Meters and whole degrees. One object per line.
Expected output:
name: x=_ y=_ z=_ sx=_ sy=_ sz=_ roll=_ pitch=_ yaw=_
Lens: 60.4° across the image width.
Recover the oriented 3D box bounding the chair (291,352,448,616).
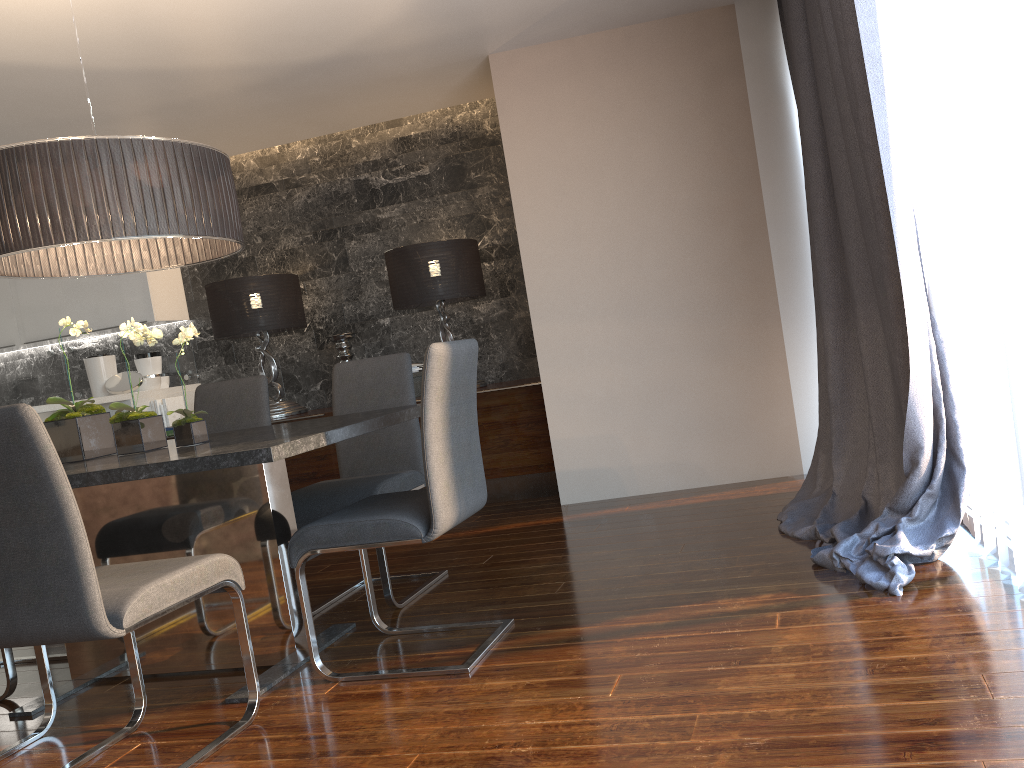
chair: x=-0.620 y=0.386 z=3.571 sx=0.416 sy=0.965 sz=0.588 roll=-8 pitch=3 yaw=17

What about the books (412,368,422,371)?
books: x=-0.792 y=-0.069 z=5.777 sx=0.336 sy=0.011 sz=0.239 roll=-11 pitch=3 yaw=-37

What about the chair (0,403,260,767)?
chair: x=-1.059 y=0.514 z=2.247 sx=0.416 sy=0.965 sz=0.588 roll=-8 pitch=3 yaw=17

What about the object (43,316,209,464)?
object: x=-1.317 y=-0.018 z=3.041 sx=0.563 sy=0.501 sz=0.316 roll=-9 pitch=3 yaw=11

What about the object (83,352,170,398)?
object: x=-2.622 y=-0.091 z=6.151 sx=0.396 sy=0.298 sz=0.601 roll=-8 pitch=3 yaw=29

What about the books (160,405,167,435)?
books: x=-2.319 y=0.235 z=5.984 sx=0.020 sy=0.205 sz=0.159 roll=-8 pitch=3 yaw=19

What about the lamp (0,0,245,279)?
lamp: x=-1.410 y=-0.960 z=2.922 sx=0.760 sy=1.103 sz=0.848 roll=-7 pitch=4 yaw=40

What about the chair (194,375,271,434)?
chair: x=-1.278 y=0.482 z=3.729 sx=0.416 sy=0.965 sz=0.588 roll=-8 pitch=3 yaw=17

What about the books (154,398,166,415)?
books: x=-2.344 y=0.219 z=5.987 sx=0.018 sy=0.244 sz=0.179 roll=-8 pitch=3 yaw=19

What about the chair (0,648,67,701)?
chair: x=-1.945 y=0.610 z=3.196 sx=0.557 sy=0.965 sz=0.439 roll=-8 pitch=3 yaw=16

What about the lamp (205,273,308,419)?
lamp: x=-1.674 y=-0.235 z=5.949 sx=0.587 sy=0.934 sz=0.598 roll=-9 pitch=3 yaw=7

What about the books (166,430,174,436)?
books: x=-2.125 y=0.300 z=5.810 sx=0.247 sy=0.034 sz=0.177 roll=-9 pitch=3 yaw=-7

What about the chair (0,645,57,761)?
chair: x=-1.717 y=0.610 z=2.406 sx=0.416 sy=0.965 sz=0.588 roll=-8 pitch=3 yaw=17

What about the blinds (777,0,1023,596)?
blinds: x=0.695 y=-0.669 z=0.892 sx=0.735 sy=2.895 sz=7.614 roll=-9 pitch=3 yaw=12

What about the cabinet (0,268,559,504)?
cabinet: x=-3.576 y=0.034 z=4.406 sx=6.740 sy=2.501 sz=4.565 roll=-8 pitch=3 yaw=15

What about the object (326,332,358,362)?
object: x=-1.094 y=-0.093 z=5.862 sx=0.217 sy=0.486 sz=0.199 roll=-11 pitch=3 yaw=-26

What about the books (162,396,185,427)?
books: x=-2.294 y=0.211 z=5.998 sx=0.023 sy=0.243 sz=0.180 roll=-8 pitch=3 yaw=19

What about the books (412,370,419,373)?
books: x=-0.806 y=-0.056 z=5.772 sx=0.333 sy=0.011 sz=0.241 roll=-10 pitch=3 yaw=-28

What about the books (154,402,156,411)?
books: x=-2.357 y=0.221 z=6.013 sx=0.023 sy=0.243 sz=0.180 roll=-8 pitch=3 yaw=19

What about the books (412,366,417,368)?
books: x=-0.822 y=-0.086 z=5.778 sx=0.335 sy=0.011 sz=0.240 roll=-10 pitch=3 yaw=-32

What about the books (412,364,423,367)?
books: x=-0.747 y=-0.112 z=5.802 sx=0.262 sy=0.109 sz=0.336 roll=-8 pitch=3 yaw=27

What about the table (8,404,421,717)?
table: x=-1.148 y=0.599 z=2.986 sx=1.560 sy=0.760 sz=1.068 roll=-8 pitch=3 yaw=15

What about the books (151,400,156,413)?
books: x=-2.378 y=0.224 z=6.014 sx=0.018 sy=0.244 sz=0.179 roll=-8 pitch=3 yaw=19

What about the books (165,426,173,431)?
books: x=-2.137 y=0.273 z=5.801 sx=0.230 sy=0.024 sz=0.164 roll=-9 pitch=3 yaw=-6

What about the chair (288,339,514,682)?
chair: x=-0.355 y=0.380 z=2.790 sx=0.557 sy=0.965 sz=0.439 roll=-8 pitch=3 yaw=16

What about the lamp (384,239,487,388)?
lamp: x=-0.442 y=-0.415 z=5.654 sx=0.560 sy=0.934 sz=0.625 roll=-7 pitch=4 yaw=43

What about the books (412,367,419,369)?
books: x=-0.812 y=-0.076 z=5.779 sx=0.336 sy=0.011 sz=0.239 roll=-11 pitch=3 yaw=-37

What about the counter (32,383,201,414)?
counter: x=-4.604 y=0.416 z=5.599 sx=3.925 sy=0.041 sz=2.763 roll=-8 pitch=3 yaw=15
